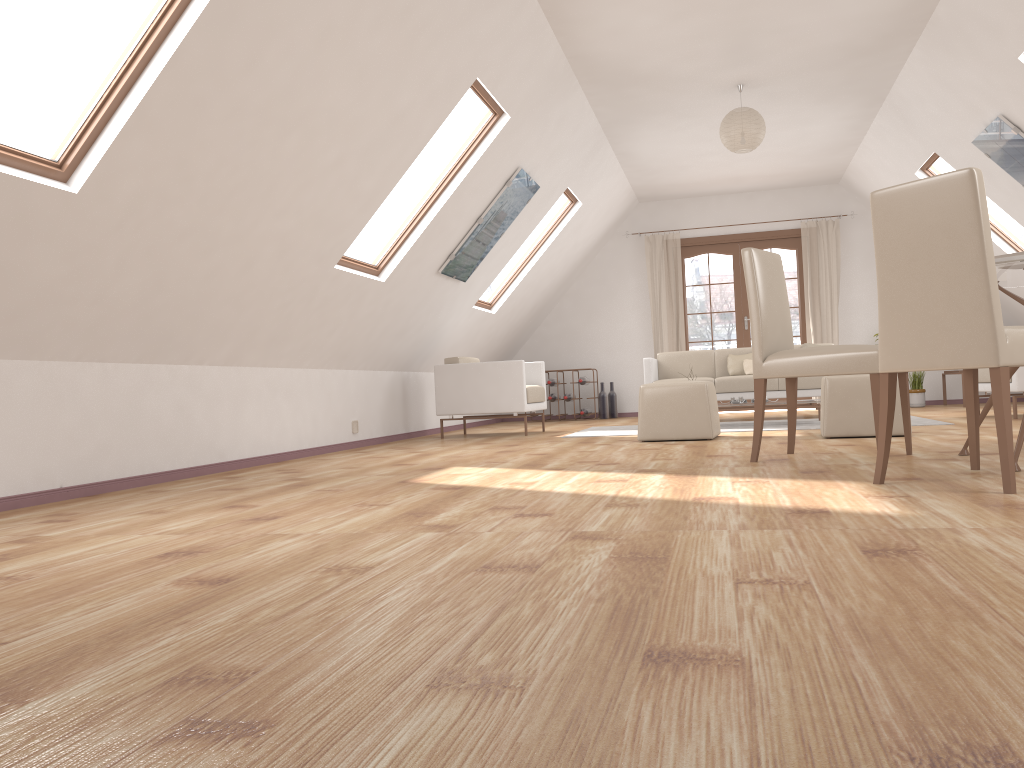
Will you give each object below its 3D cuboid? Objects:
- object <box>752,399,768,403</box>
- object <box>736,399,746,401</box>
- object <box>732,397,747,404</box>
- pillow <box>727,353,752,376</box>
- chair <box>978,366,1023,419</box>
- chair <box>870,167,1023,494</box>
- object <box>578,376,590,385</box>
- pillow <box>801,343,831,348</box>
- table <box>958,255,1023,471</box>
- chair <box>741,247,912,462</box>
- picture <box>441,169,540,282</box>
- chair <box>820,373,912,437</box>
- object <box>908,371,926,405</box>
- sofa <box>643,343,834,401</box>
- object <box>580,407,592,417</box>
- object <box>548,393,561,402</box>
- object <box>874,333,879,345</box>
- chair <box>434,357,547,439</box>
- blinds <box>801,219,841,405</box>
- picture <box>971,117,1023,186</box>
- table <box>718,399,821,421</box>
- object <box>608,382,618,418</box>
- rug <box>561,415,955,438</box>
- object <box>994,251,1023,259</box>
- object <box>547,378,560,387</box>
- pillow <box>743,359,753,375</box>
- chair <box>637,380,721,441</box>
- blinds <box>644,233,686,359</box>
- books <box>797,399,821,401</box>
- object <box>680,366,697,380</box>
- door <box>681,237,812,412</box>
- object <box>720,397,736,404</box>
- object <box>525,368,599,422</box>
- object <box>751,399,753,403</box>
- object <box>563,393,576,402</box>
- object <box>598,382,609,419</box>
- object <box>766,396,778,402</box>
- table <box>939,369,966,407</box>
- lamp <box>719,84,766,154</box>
[{"bbox_3d":[2.016,0.128,7.216,0.064,0.051,0.143,-3,-1,-16],"label":"object"},{"bbox_3d":[1.926,0.134,7.525,0.064,0.052,0.143,-3,-1,-16],"label":"object"},{"bbox_3d":[1.860,0.135,7.255,0.064,0.052,0.143,-3,-1,44],"label":"object"},{"bbox_3d":[2.290,-0.200,8.701,0.351,0.235,0.185,-3,-1,17],"label":"pillow"},{"bbox_3d":[4.088,-0.111,6.816,0.820,0.706,0.748,-3,0,4],"label":"chair"},{"bbox_3d":[1.589,-0.171,3.006,0.618,0.999,0.477,-2,-1,-32],"label":"chair"},{"bbox_3d":[0.848,-0.037,10.561,0.109,0.109,0.435,-3,-1,14],"label":"object"},{"bbox_3d":[2.913,-0.265,8.498,0.269,0.276,0.424,-2,-1,-27],"label":"pillow"},{"bbox_3d":[2.246,-0.085,3.506,1.198,0.770,1.198,-3,-1,35],"label":"table"},{"bbox_3d":[1.446,-0.155,4.094,0.618,0.999,0.477,-3,-1,38],"label":"chair"},{"bbox_3d":[-0.158,-1.233,7.037,0.683,0.738,0.650,-3,-1,14],"label":"picture"},{"bbox_3d":[2.184,0.121,5.527,0.506,0.394,0.506,-3,-1,18],"label":"chair"},{"bbox_3d":[4.371,0.009,9.566,0.234,0.480,0.209,-3,-1,-20],"label":"object"},{"bbox_3d":[2.266,-0.009,8.601,1.880,0.706,0.820,-3,-1,14],"label":"sofa"},{"bbox_3d":[0.866,0.338,10.555,0.109,0.109,0.435,-3,-1,14],"label":"object"},{"bbox_3d":[0.495,0.165,10.646,0.109,0.109,0.435,-3,-1,14],"label":"object"},{"bbox_3d":[4.197,-0.165,9.864,0.311,0.846,0.307,-3,0,6],"label":"object"},{"bbox_3d":[-0.165,0.099,7.870,0.820,0.706,0.748,-3,-1,16],"label":"chair"},{"bbox_3d":[3.588,-0.823,10.169,0.424,2.129,0.123,-3,0,9],"label":"blinds"},{"bbox_3d":[3.640,-1.420,6.106,0.683,0.738,0.650,-3,-1,14],"label":"picture"},{"bbox_3d":[1.976,0.252,7.364,1.173,0.190,0.730,-3,-1,14],"label":"table"},{"bbox_3d":[1.211,0.196,10.672,0.115,0.443,0.120,-3,0,8],"label":"object"},{"bbox_3d":[1.926,0.345,7.308,2.800,0.007,1.600,-3,-1,14],"label":"rug"},{"bbox_3d":[1.899,-0.466,3.273,0.228,0.020,0.228,-2,-1,-31],"label":"object"},{"bbox_3d":[0.485,-0.019,10.650,0.109,0.109,0.435,-3,-1,14],"label":"object"},{"bbox_3d":[2.404,-0.164,8.519,0.363,0.170,0.227,-3,-1,19],"label":"pillow"},{"bbox_3d":[1.135,0.175,6.033,0.506,0.394,0.506,-3,-1,18],"label":"chair"},{"bbox_3d":[1.852,-0.735,10.634,0.423,2.130,0.120,-3,-1,11],"label":"blinds"},{"bbox_3d":[2.437,0.131,7.216,0.280,0.005,0.192,-3,0,6],"label":"books"},{"bbox_3d":[1.523,-0.002,7.534,0.184,0.359,0.123,-2,-1,-35],"label":"object"},{"bbox_3d":[2.739,-0.684,10.512,1.546,2.001,0.098,-3,-1,14],"label":"door"},{"bbox_3d":[1.815,0.138,7.409,0.143,0.052,0.064,-3,-1,14],"label":"object"},{"bbox_3d":[0.596,0.136,10.664,0.854,0.608,0.417,-3,-1,14],"label":"object"},{"bbox_3d":[2.082,0.127,7.487,0.064,0.052,0.143,-3,-1,44],"label":"object"},{"bbox_3d":[0.675,0.160,10.601,0.109,0.109,0.435,-3,-1,14],"label":"object"},{"bbox_3d":[1.079,0.201,10.489,0.115,0.443,0.120,-3,0,8],"label":"object"},{"bbox_3d":[2.127,0.123,7.332,0.143,0.052,0.064,-3,-1,14],"label":"object"},{"bbox_3d":[4.996,0.026,9.342,0.730,0.390,0.773,-3,-1,12],"label":"table"},{"bbox_3d":[1.732,-2.002,6.684,0.340,0.497,0.340,-2,-1,-37],"label":"lamp"}]
